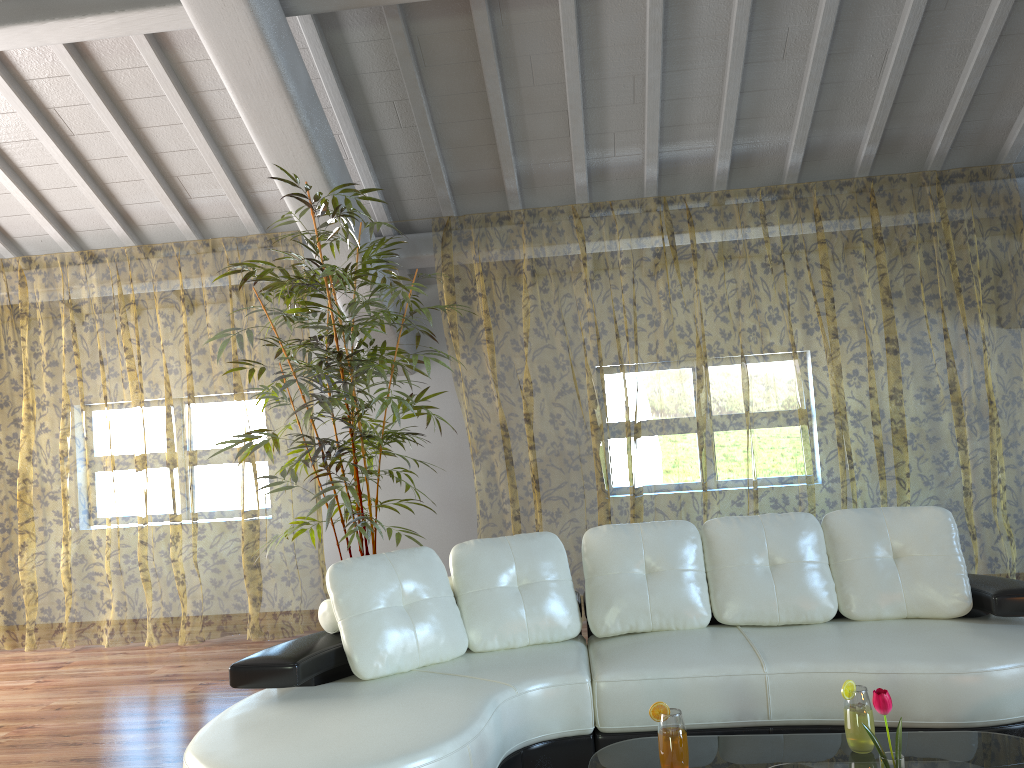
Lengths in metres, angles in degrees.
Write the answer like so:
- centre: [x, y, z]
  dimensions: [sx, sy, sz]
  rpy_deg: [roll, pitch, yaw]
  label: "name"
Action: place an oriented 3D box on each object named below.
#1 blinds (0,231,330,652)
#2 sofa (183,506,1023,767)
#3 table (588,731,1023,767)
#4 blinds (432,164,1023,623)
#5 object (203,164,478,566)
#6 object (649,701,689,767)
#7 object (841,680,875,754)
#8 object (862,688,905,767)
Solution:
- centre: [-2.948, 0.427, 5.738]
  dimensions: [3.505, 2.546, 0.306]
  rpy_deg: [-4, -3, 6]
  label: "blinds"
- centre: [0.440, 0.953, 3.219]
  dimensions: [3.047, 0.805, 1.359]
  rpy_deg: [-3, -3, -15]
  label: "sofa"
- centre: [0.749, 1.109, 1.901]
  dimensions: [1.201, 0.290, 1.201]
  rpy_deg: [-4, -3, 8]
  label: "table"
- centre: [1.327, 0.103, 5.327]
  dimensions: [3.505, 2.546, 0.306]
  rpy_deg: [-4, -3, 6]
  label: "blinds"
- centre: [-0.795, 0.245, 4.347]
  dimensions: [1.399, 2.473, 1.177]
  rpy_deg: [-6, -3, 30]
  label: "object"
- centre: [0.409, 0.909, 2.272]
  dimensions: [0.081, 0.192, 0.075]
  rpy_deg: [-6, -3, 41]
  label: "object"
- centre: [0.916, 0.877, 2.351]
  dimensions: [0.081, 0.192, 0.075]
  rpy_deg: [-5, -3, 11]
  label: "object"
- centre: [0.786, 0.797, 1.856]
  dimensions: [0.060, 0.323, 0.069]
  rpy_deg: [-3, -3, -18]
  label: "object"
